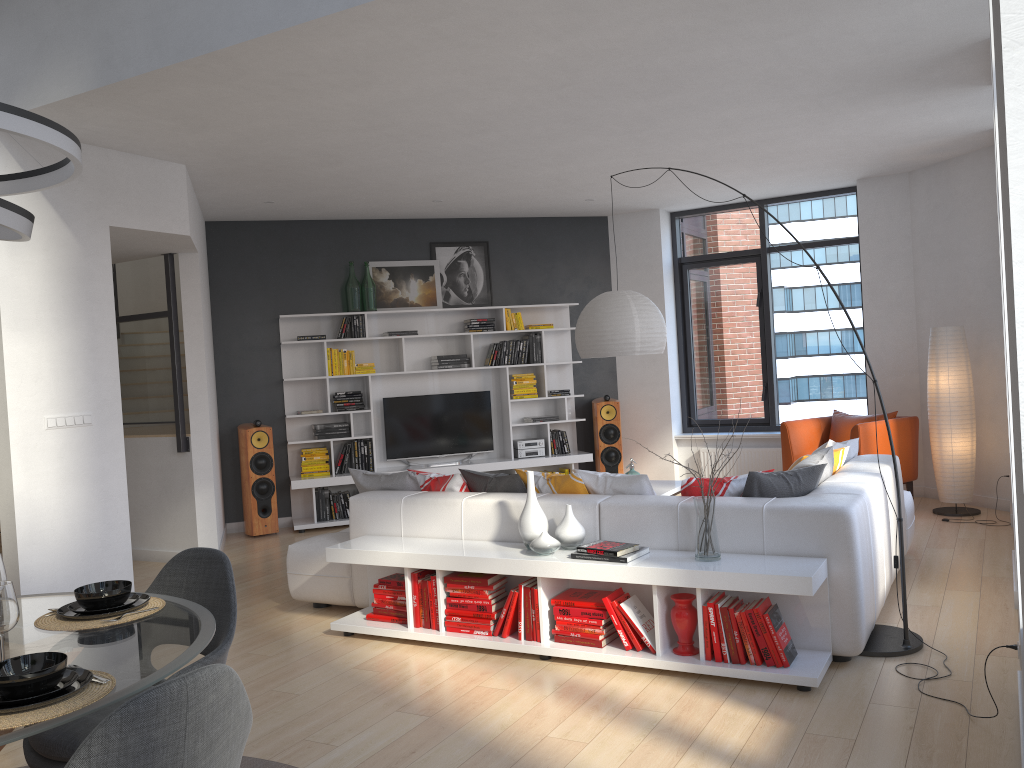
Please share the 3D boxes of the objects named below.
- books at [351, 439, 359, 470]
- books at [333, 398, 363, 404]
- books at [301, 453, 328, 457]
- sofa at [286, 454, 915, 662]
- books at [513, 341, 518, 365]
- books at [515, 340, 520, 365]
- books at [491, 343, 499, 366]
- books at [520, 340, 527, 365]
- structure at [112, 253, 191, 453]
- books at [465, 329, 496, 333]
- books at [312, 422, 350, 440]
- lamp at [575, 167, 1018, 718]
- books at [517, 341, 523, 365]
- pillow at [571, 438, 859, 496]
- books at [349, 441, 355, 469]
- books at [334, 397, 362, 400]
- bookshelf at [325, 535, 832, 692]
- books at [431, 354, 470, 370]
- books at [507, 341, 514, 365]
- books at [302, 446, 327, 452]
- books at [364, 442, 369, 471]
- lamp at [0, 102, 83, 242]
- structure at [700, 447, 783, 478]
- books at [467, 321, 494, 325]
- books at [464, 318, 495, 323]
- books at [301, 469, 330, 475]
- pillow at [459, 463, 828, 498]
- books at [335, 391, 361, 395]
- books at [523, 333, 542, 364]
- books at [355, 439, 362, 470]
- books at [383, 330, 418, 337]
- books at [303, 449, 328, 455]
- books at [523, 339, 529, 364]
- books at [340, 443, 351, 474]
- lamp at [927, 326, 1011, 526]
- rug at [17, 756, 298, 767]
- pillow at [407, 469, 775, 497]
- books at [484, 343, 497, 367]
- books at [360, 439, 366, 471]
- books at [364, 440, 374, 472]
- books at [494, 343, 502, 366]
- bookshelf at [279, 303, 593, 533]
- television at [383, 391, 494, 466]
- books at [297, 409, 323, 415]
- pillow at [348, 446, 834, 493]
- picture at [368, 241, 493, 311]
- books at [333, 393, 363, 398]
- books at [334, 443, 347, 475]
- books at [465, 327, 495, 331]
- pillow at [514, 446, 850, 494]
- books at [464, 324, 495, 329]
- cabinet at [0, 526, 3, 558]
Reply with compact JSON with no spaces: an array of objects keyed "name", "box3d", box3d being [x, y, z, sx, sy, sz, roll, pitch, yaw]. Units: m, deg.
[{"name":"books","box3d":[-1.538,0.705,8.700,0.034,0.314,0.237,-4,1,-16]},{"name":"books","box3d":[-1.600,0.165,8.673,0.284,0.030,0.214,-4,1,-8]},{"name":"books","box3d":[-1.916,0.684,8.616,0.238,0.023,0.167,-3,1,0]},{"name":"sofa","box3d":[0.686,0.918,5.864,3.424,0.732,2.614,-3,1,29]},{"name":"books","box3d":[0.018,-0.314,9.100,0.069,0.242,0.172,-4,1,-15]},{"name":"books","box3d":[0.032,-0.322,9.131,0.075,0.254,0.192,-4,1,-17]},{"name":"books","box3d":[-0.191,-0.297,9.070,0.096,0.234,0.187,-4,1,-16]},{"name":"books","box3d":[0.094,-0.325,9.147,0.084,0.249,0.191,-4,1,-16]},{"name":"structure","box3d":[-3.811,-0.700,9.268,4.190,4.339,2.823,-3,1,29]},{"name":"books","box3d":[-0.328,-0.539,9.045,0.284,0.030,0.214,-4,1,-13]},{"name":"books","box3d":[-1.768,0.456,8.652,0.343,0.137,0.277,-4,1,-16]},{"name":"lamp","box3d":[1.329,-0.057,4.678,0.710,2.647,3.199,-4,1,-25]},{"name":"books","box3d":[0.061,-0.319,9.126,0.071,0.243,0.179,-4,1,-17]},{"name":"pillow","box3d":[1.370,0.612,5.440,2.156,0.456,0.580,-4,1,-35]},{"name":"books","box3d":[-1.567,0.715,8.687,0.028,0.301,0.213,-4,1,-16]},{"name":"books","box3d":[-1.604,0.140,8.676,0.264,0.020,0.189,-4,1,-13]},{"name":"bookshelf","box3d":[0.201,1.092,4.443,2.600,0.500,0.356,-3,1,29]},{"name":"books","box3d":[-0.624,-0.222,8.976,0.343,0.137,0.277,-4,1,-21]},{"name":"books","box3d":[-0.044,-0.316,9.111,0.084,0.249,0.191,-4,1,-16]},{"name":"books","box3d":[-1.926,0.635,8.634,0.234,0.024,0.171,-4,1,-12]},{"name":"books","box3d":[-1.444,0.719,8.724,0.028,0.272,0.200,-4,1,-16]},{"name":"lamp","box3d":[-1.745,-2.595,2.163,1.000,4.513,1.000,-3,1,31]},{"name":"structure","box3d":[2.643,0.872,8.972,1.474,0.460,0.110,-3,1,29]},{"name":"books","box3d":[-0.327,-0.618,9.041,0.246,0.026,0.180,-4,1,-13]},{"name":"books","box3d":[-0.334,-0.644,9.051,0.266,0.030,0.209,-4,1,-23]},{"name":"books","box3d":[-1.907,0.845,8.602,0.269,0.025,0.213,-4,1,-13]},{"name":"pillow","box3d":[0.642,0.669,4.946,2.120,0.436,0.608,-3,1,25]},{"name":"books","box3d":[-1.599,0.087,8.669,0.246,0.026,0.180,-4,1,-8]},{"name":"books","box3d":[0.210,-0.363,9.211,0.128,0.321,0.259,-4,1,-16]},{"name":"books","box3d":[-1.508,0.697,8.713,0.026,0.326,0.237,-4,1,-16]},{"name":"books","box3d":[-1.113,-0.496,8.815,0.310,0.047,0.250,-4,1,-21]},{"name":"books","box3d":[-1.908,0.659,8.615,0.234,0.024,0.171,-4,1,-12]},{"name":"books","box3d":[0.126,-0.331,9.158,0.066,0.260,0.197,-4,1,-16]},{"name":"books","box3d":[-1.629,0.723,8.667,0.100,0.289,0.210,-4,1,-17]},{"name":"lamp","box3d":[3.622,0.305,7.130,0.502,1.550,0.804,-4,1,-11]},{"name":"rug","box3d":[-1.495,1.484,2.247,2.499,0.010,2.499,-3,1,2]},{"name":"pillow","box3d":[0.355,0.709,5.098,2.250,0.449,0.575,-3,1,26]},{"name":"books","box3d":[-0.222,-0.296,9.057,0.104,0.234,0.182,-4,1,-16]},{"name":"books","box3d":[-1.479,0.701,8.721,0.034,0.315,0.239,-4,1,-16]},{"name":"books","box3d":[-1.407,0.705,8.736,0.051,0.297,0.230,-4,1,-16]},{"name":"books","box3d":[-0.157,-0.299,9.066,0.081,0.233,0.169,-4,1,-17]},{"name":"bookshelf","box3d":[-0.709,0.281,8.859,3.000,2.052,0.455,-4,1,-16]},{"name":"television","box3d":[-0.736,0.455,8.965,1.102,0.704,0.207,-4,1,-16]},{"name":"books","box3d":[-1.953,0.271,8.565,0.209,0.030,0.266,-4,1,-23]},{"name":"pillow","box3d":[0.429,0.668,5.435,2.953,0.453,0.647,-3,1,17]},{"name":"picture","box3d":[-0.830,-1.093,9.035,1.279,0.707,0.076,-4,1,-16]},{"name":"books","box3d":[-1.606,0.114,8.696,0.284,0.030,0.214,-4,1,-8]},{"name":"books","box3d":[-1.683,0.729,8.670,0.142,0.284,0.232,-4,1,-16]},{"name":"books","box3d":[-0.332,-0.564,9.047,0.264,0.020,0.189,-4,1,-18]},{"name":"pillow","box3d":[1.078,0.651,5.318,2.095,0.440,0.630,-4,1,-14]},{"name":"books","box3d":[-0.336,-0.590,9.067,0.284,0.030,0.214,-4,1,-13]},{"name":"cabinet","box3d":[-4.773,0.397,4.134,2.402,2.501,4.694,-3,1,29]}]
